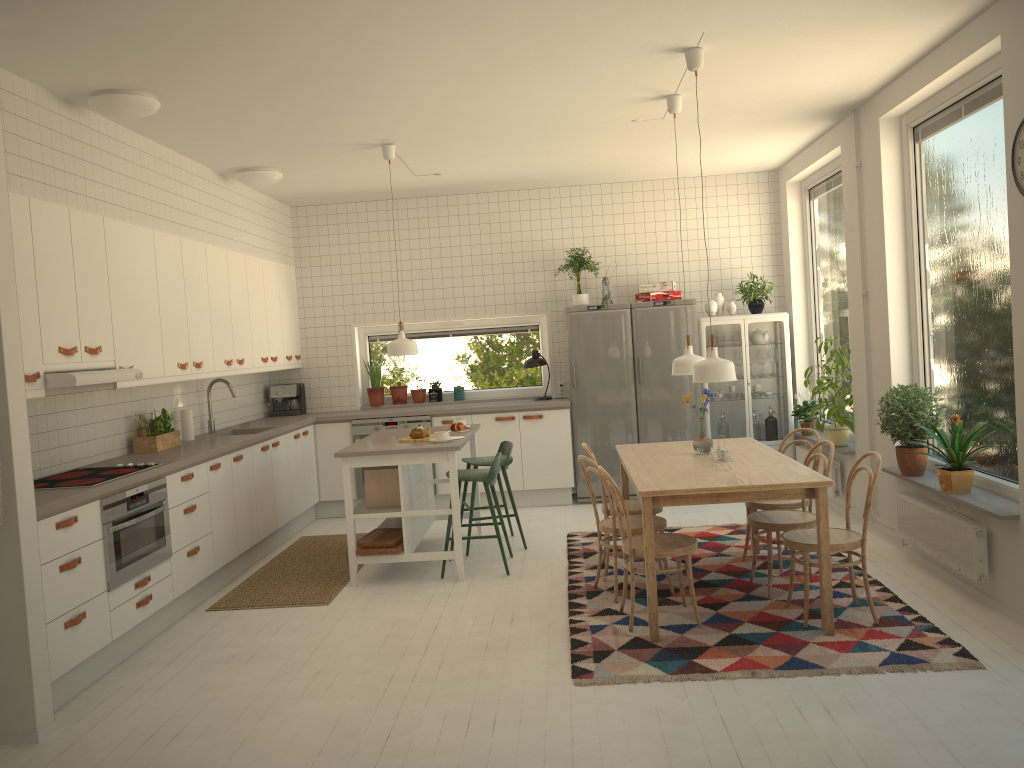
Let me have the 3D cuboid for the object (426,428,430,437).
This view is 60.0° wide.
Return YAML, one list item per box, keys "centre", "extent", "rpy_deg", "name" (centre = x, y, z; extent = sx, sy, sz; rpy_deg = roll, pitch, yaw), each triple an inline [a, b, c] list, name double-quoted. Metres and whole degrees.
- centre: [-0.603, 0.330, 6.061]
  extent: [0.083, 0.057, 0.072]
  rpy_deg: [-3, 3, 10]
  name: "object"

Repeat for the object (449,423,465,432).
- centre: [-0.410, 0.315, 6.419]
  extent: [0.131, 0.060, 0.070]
  rpy_deg: [-1, 4, 41]
  name: "object"

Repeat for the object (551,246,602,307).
- centre: [0.609, -0.967, 7.947]
  extent: [0.474, 0.545, 0.468]
  rpy_deg: [-3, 3, 17]
  name: "object"

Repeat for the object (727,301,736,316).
- centre: [1.946, -0.669, 7.856]
  extent: [0.082, 0.126, 0.082]
  rpy_deg: [-5, 3, -25]
  name: "object"

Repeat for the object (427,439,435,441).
- centre: [-0.518, 0.365, 5.822]
  extent: [0.027, 0.011, 0.132]
  rpy_deg: [-1, 4, 42]
  name: "object"

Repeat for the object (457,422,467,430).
- centre: [-0.365, 0.311, 6.449]
  extent: [0.060, 0.059, 0.074]
  rpy_deg: [-5, 3, -27]
  name: "object"

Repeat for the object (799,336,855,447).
- centre: [2.425, 0.061, 6.730]
  extent: [0.485, 0.841, 0.615]
  rpy_deg: [-4, 3, -18]
  name: "object"

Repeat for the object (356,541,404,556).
- centre: [-0.831, 1.047, 5.796]
  extent: [0.280, 0.030, 0.430]
  rpy_deg: [-4, 3, 3]
  name: "object"

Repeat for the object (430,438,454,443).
- centre: [-0.459, 0.370, 5.806]
  extent: [0.160, 0.020, 0.160]
  rpy_deg: [-5, 3, -31]
  name: "object"

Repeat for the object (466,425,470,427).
- centre: [-0.388, 0.327, 6.606]
  extent: [0.160, 0.020, 0.160]
  rpy_deg: [-4, 3, 0]
  name: "object"

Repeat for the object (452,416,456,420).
- centre: [-0.409, 0.284, 6.621]
  extent: [0.102, 0.086, 0.028]
  rpy_deg: [-1, 4, 44]
  name: "object"

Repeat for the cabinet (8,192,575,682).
- centre: [-1.040, 0.023, 6.017]
  extent: [2.853, 2.159, 4.846]
  rpy_deg: [-4, 3, 3]
  name: "cabinet"

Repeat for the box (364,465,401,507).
- centre: [-0.823, 0.663, 5.914]
  extent: [0.237, 0.242, 0.357]
  rpy_deg: [-4, 3, 4]
  name: "box"

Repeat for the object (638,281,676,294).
- centre: [1.312, -0.867, 8.002]
  extent: [0.312, 0.082, 0.308]
  rpy_deg: [-3, 3, 16]
  name: "object"

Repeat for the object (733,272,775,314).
- centre: [2.172, -0.817, 7.955]
  extent: [0.371, 0.385, 0.373]
  rpy_deg: [-3, 3, 22]
  name: "object"

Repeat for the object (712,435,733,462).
- centre: [1.167, 0.355, 4.937]
  extent: [0.095, 0.138, 0.155]
  rpy_deg: [-4, 3, 3]
  name: "object"

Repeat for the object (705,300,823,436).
- centre: [2.167, -0.151, 7.662]
  extent: [0.943, 1.207, 0.261]
  rpy_deg: [-3, 3, 19]
  name: "object"

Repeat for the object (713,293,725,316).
- centre: [1.848, -0.706, 7.924]
  extent: [0.102, 0.206, 0.102]
  rpy_deg: [-4, 3, -13]
  name: "object"

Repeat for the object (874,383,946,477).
- centre: [2.394, 0.272, 5.345]
  extent: [0.383, 0.561, 0.395]
  rpy_deg: [-4, 3, 2]
  name: "object"

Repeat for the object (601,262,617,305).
- centre: [0.863, -0.901, 7.941]
  extent: [0.163, 0.383, 0.154]
  rpy_deg: [-3, 3, 26]
  name: "object"

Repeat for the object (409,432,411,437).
- centre: [-0.661, 0.329, 6.067]
  extent: [0.079, 0.067, 0.074]
  rpy_deg: [-3, 3, 6]
  name: "object"

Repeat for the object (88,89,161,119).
- centre: [-2.030, -1.453, 4.652]
  extent: [0.351, 0.101, 0.351]
  rpy_deg: [-6, 4, -44]
  name: "object"

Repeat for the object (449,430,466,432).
- centre: [-0.396, 0.340, 6.432]
  extent: [0.122, 0.005, 0.120]
  rpy_deg: [-3, 3, 22]
  name: "object"

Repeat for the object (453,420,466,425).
- centre: [-0.390, 0.300, 6.608]
  extent: [0.094, 0.060, 0.098]
  rpy_deg: [-4, 3, 0]
  name: "object"

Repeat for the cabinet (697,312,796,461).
- centre: [2.096, 0.175, 8.018]
  extent: [0.789, 1.592, 0.453]
  rpy_deg: [-4, 2, 3]
  name: "cabinet"

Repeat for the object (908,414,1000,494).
- centre: [2.355, 0.372, 4.738]
  extent: [0.417, 0.425, 0.487]
  rpy_deg: [-3, 3, 10]
  name: "object"

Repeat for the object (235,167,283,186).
- centre: [-1.916, -1.562, 6.721]
  extent: [0.351, 0.101, 0.351]
  rpy_deg: [-6, 4, -44]
  name: "object"

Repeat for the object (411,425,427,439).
- centre: [-0.630, 0.321, 5.981]
  extent: [0.086, 0.087, 0.090]
  rpy_deg: [-3, 3, 11]
  name: "object"

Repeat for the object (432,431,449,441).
- centre: [-0.463, 0.342, 5.804]
  extent: [0.098, 0.064, 0.094]
  rpy_deg: [-6, 3, -38]
  name: "object"

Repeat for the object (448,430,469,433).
- centre: [-0.395, 0.343, 6.428]
  extent: [0.167, 0.005, 0.167]
  rpy_deg: [-4, 3, -1]
  name: "object"

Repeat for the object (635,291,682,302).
- centre: [1.319, -0.784, 8.003]
  extent: [0.309, 0.082, 0.312]
  rpy_deg: [-5, 3, -17]
  name: "object"

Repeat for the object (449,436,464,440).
- centre: [-0.403, 0.366, 5.968]
  extent: [0.167, 0.005, 0.167]
  rpy_deg: [-4, 3, -1]
  name: "object"

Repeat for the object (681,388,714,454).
- centre: [1.120, 0.218, 5.228]
  extent: [0.145, 0.388, 0.206]
  rpy_deg: [-5, 3, -35]
  name: "object"

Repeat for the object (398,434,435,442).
- centre: [-0.619, 0.369, 6.050]
  extent: [0.237, 0.019, 0.306]
  rpy_deg: [-3, 3, 20]
  name: "object"
